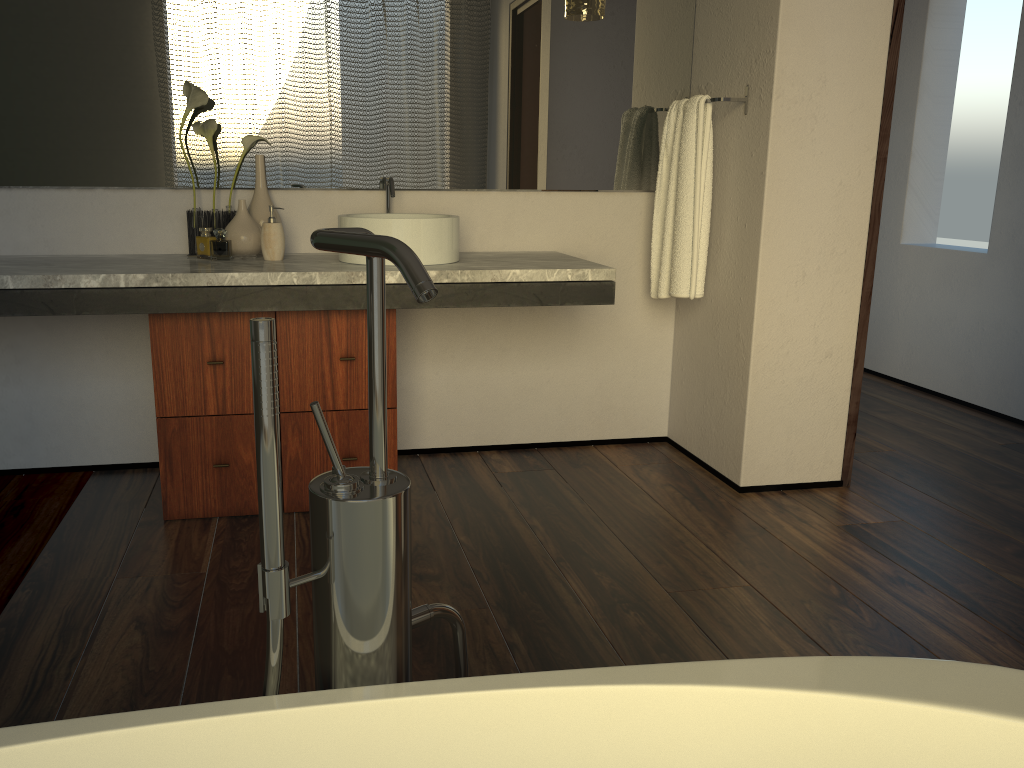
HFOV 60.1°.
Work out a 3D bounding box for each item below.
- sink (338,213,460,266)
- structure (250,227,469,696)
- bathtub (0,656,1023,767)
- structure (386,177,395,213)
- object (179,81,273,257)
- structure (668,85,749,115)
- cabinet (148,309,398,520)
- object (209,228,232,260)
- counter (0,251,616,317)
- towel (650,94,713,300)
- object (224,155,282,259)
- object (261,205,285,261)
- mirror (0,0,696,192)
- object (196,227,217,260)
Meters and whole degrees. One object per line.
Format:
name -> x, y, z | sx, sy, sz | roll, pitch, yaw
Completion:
sink -> -0.334, -0.433, 2.623 | 0.349, 0.131, 0.365 | -9, 16, -34
structure -> -0.120, 0.291, 0.920 | 0.250, 0.897, 0.271 | 8, 15, 26
bathtub -> -0.097, 0.602, 0.507 | 1.604, 0.485, 0.772 | -2, 13, -12
structure -> -0.401, -0.522, 2.762 | 0.065, 0.242, 0.166 | -1, 13, -10
object -> -0.865, -0.637, 2.661 | 0.238, 0.504, 0.192 | -8, 16, -34
structure -> 0.604, -0.875, 2.768 | 0.101, 0.088, 0.373 | -2, 13, -14
cabinet -> -0.702, 0.025, 2.682 | 0.652, 0.600, 0.517 | -2, 13, -12
object -> -0.844, -0.405, 2.567 | 0.057, 0.090, 0.039 | 0, 13, -2
counter -> -0.880, -0.297, 2.529 | 2.237, 0.101, 0.593 | -2, 13, -11
towel -> 0.541, -0.580, 2.815 | 0.162, 0.636, 0.256 | 2, 13, 4
object -> -0.783, -0.535, 2.668 | 0.121, 0.305, 0.237 | 4, 13, 12
object -> -0.699, -0.441, 2.587 | 0.069, 0.158, 0.072 | -6, 15, -29
mirror -> -1.378, -1.149, 2.526 | 4.040, 1.152, 0.017 | -2, 14, -11
object -> -0.902, -0.415, 2.615 | 0.067, 0.092, 0.038 | 11, 16, 36
